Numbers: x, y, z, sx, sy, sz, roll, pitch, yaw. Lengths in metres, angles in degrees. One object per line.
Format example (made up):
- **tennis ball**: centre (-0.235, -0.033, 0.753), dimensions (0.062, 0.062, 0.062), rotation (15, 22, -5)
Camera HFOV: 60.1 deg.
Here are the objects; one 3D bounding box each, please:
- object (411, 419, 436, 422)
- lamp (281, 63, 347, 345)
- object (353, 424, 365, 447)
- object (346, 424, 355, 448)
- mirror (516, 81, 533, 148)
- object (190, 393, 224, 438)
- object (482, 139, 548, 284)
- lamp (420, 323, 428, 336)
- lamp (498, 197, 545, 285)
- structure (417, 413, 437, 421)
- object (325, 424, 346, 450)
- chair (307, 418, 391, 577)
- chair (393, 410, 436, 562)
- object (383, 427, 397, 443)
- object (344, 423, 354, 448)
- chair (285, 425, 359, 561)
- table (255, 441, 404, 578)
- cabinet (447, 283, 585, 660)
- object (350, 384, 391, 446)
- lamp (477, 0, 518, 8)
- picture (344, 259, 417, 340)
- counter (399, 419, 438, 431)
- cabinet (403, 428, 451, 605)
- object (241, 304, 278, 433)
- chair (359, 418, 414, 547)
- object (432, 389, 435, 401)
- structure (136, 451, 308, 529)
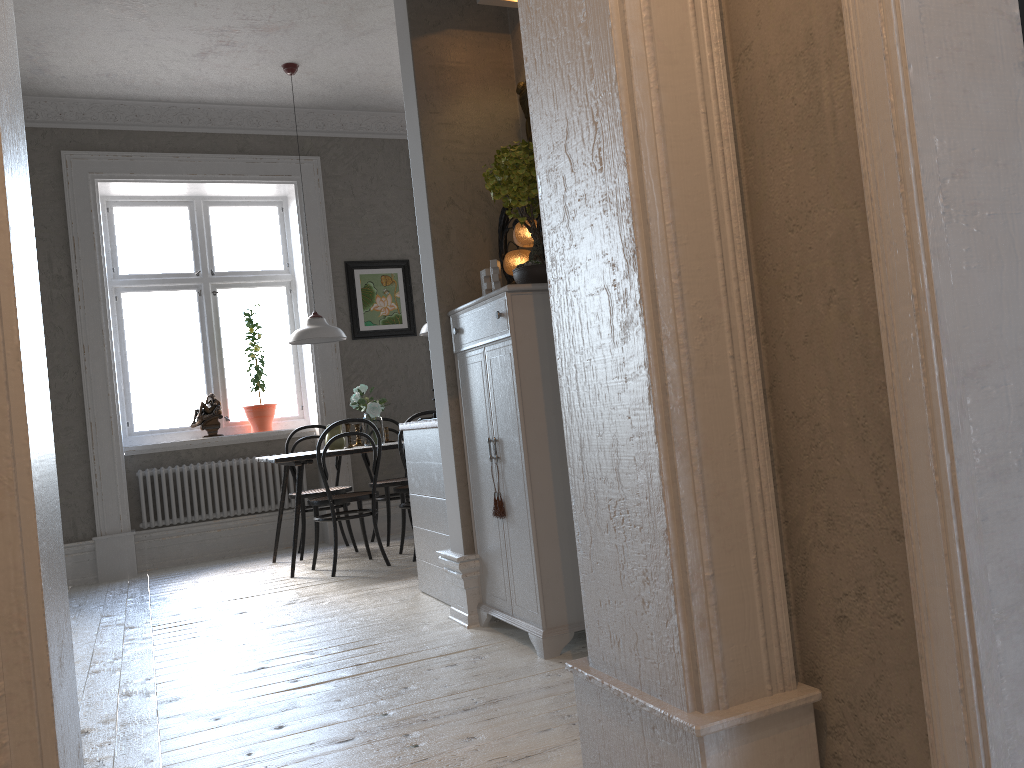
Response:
- **object**: centre (-0.632, 0.304, 6.332), dimensions (0.183, 0.094, 0.176), rotation (-5, -2, -33)
- **lamp**: centre (-1.381, -1.202, 5.882), dimensions (0.376, 1.858, 0.383), rotation (-6, -2, 14)
- **object**: centre (-1.071, 0.348, 6.160), dimensions (0.098, 0.172, 0.094), rotation (-5, -2, -43)
- **object**: centre (-1.115, 0.350, 6.074), dimensions (0.062, 0.172, 0.062), rotation (-6, -2, -2)
- **mirror**: centre (0.144, -1.143, 3.541), dimensions (0.072, 0.593, 0.524), rotation (-5, -2, -23)
- **object**: centre (-2.297, 0.238, 6.646), dimensions (0.240, 0.329, 0.118), rotation (-5, -2, -23)
- **object**: centre (0.072, -0.626, 3.284), dimensions (0.338, 0.553, 0.299), rotation (-6, -2, 10)
- **lamp**: centre (-0.559, -1.279, 6.261), dimensions (0.384, 1.858, 0.375), rotation (-6, -2, -16)
- **lamp**: centre (0.051, -0.499, 3.567), dimensions (0.174, 0.558, 0.444), rotation (-6, -2, -15)
- **structure**: centre (-0.116, 0.133, 4.451), dimensions (0.615, 0.031, 0.488), rotation (-5, -2, -24)
- **object**: centre (-1.198, 0.356, 5.962), dimensions (0.147, 0.170, 0.138), rotation (-7, -2, 27)
- **chair**: centre (-1.027, 0.682, 5.459), dimensions (0.445, 0.920, 0.540), rotation (-5, -2, -26)
- **chair**: centre (-0.537, 0.636, 5.689), dimensions (0.443, 0.920, 0.543), rotation (-6, -2, -16)
- **object**: centre (-0.904, 0.367, 6.394), dimensions (0.142, 0.112, 0.136), rotation (-5, -2, -41)
- **object**: centre (-1.100, 0.347, 5.948), dimensions (0.060, 0.167, 0.059), rotation (-6, -2, -10)
- **chair**: centre (-1.367, 0.745, 6.309), dimensions (0.443, 0.920, 0.543), rotation (-6, -2, -16)
- **table**: centre (-0.683, 0.758, 6.098), dimensions (1.951, 0.735, 0.890), rotation (-5, -2, -24)
- **cabinet**: centre (0.085, 0.308, 3.418), dimensions (0.390, 1.297, 0.656), rotation (-5, -2, -23)
- **object**: centre (-0.932, 0.200, 5.835), dimensions (0.255, 0.414, 0.306), rotation (-5, -2, -25)
- **lamp**: centre (0.019, -1.613, 3.516), dimensions (0.223, 0.171, 0.409), rotation (-5, -2, -23)
- **picture**: centre (-1.034, -0.670, 6.998), dimensions (0.529, 0.619, 0.019), rotation (-5, -2, -25)
- **counter**: centre (0.675, 0.129, 5.967), dimensions (3.445, 0.039, 3.111), rotation (-5, -2, -24)
- **cabinet**: centre (1.026, 0.493, 5.610), dimensions (1.958, 0.854, 4.259), rotation (-7, -2, 23)
- **object**: centre (-1.973, -0.124, 6.823), dimensions (0.267, 0.991, 0.273), rotation (-7, -2, 15)
- **chair**: centre (-0.857, 0.697, 6.548), dimensions (0.445, 0.920, 0.540), rotation (-5, -2, -26)
- **object**: centre (-0.285, 0.062, 4.462), dimensions (0.197, 0.147, 0.186), rotation (-4, -2, -44)
- **structure**: centre (-2.115, 0.773, 6.584), dimensions (1.244, 0.428, 0.146), rotation (-5, -2, -27)
